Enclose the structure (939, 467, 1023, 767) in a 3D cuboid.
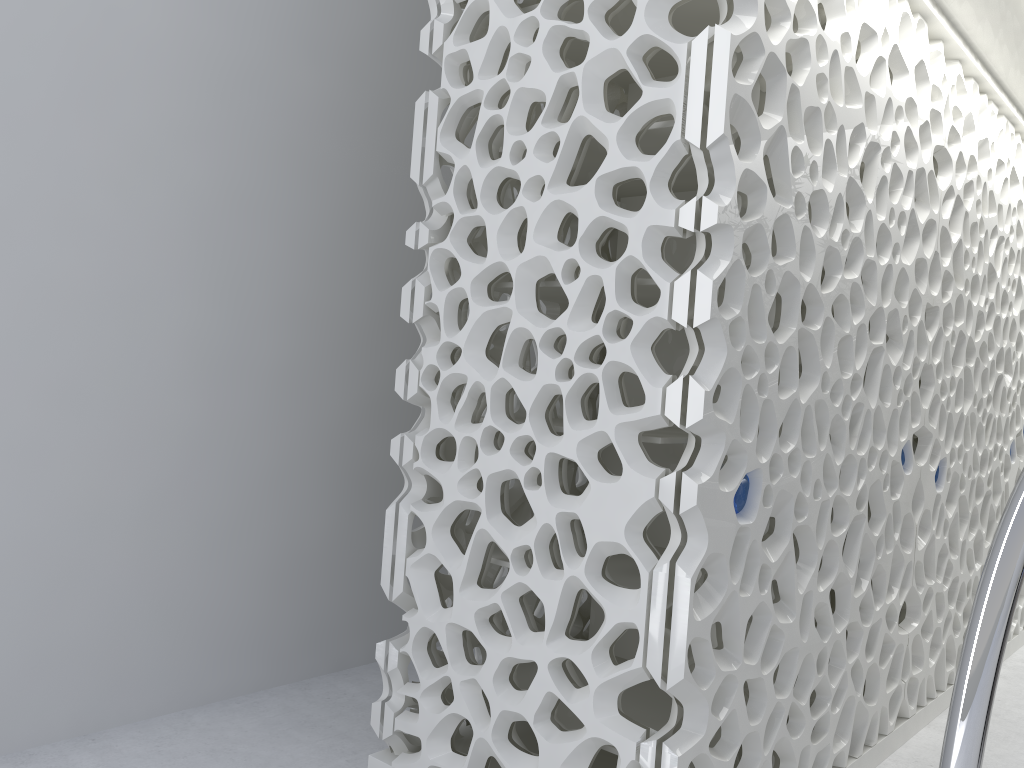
[{"bbox_3d":[4.391,0.777,1.951,5.433,2.080,5.250,4,0,36],"label":"structure"}]
